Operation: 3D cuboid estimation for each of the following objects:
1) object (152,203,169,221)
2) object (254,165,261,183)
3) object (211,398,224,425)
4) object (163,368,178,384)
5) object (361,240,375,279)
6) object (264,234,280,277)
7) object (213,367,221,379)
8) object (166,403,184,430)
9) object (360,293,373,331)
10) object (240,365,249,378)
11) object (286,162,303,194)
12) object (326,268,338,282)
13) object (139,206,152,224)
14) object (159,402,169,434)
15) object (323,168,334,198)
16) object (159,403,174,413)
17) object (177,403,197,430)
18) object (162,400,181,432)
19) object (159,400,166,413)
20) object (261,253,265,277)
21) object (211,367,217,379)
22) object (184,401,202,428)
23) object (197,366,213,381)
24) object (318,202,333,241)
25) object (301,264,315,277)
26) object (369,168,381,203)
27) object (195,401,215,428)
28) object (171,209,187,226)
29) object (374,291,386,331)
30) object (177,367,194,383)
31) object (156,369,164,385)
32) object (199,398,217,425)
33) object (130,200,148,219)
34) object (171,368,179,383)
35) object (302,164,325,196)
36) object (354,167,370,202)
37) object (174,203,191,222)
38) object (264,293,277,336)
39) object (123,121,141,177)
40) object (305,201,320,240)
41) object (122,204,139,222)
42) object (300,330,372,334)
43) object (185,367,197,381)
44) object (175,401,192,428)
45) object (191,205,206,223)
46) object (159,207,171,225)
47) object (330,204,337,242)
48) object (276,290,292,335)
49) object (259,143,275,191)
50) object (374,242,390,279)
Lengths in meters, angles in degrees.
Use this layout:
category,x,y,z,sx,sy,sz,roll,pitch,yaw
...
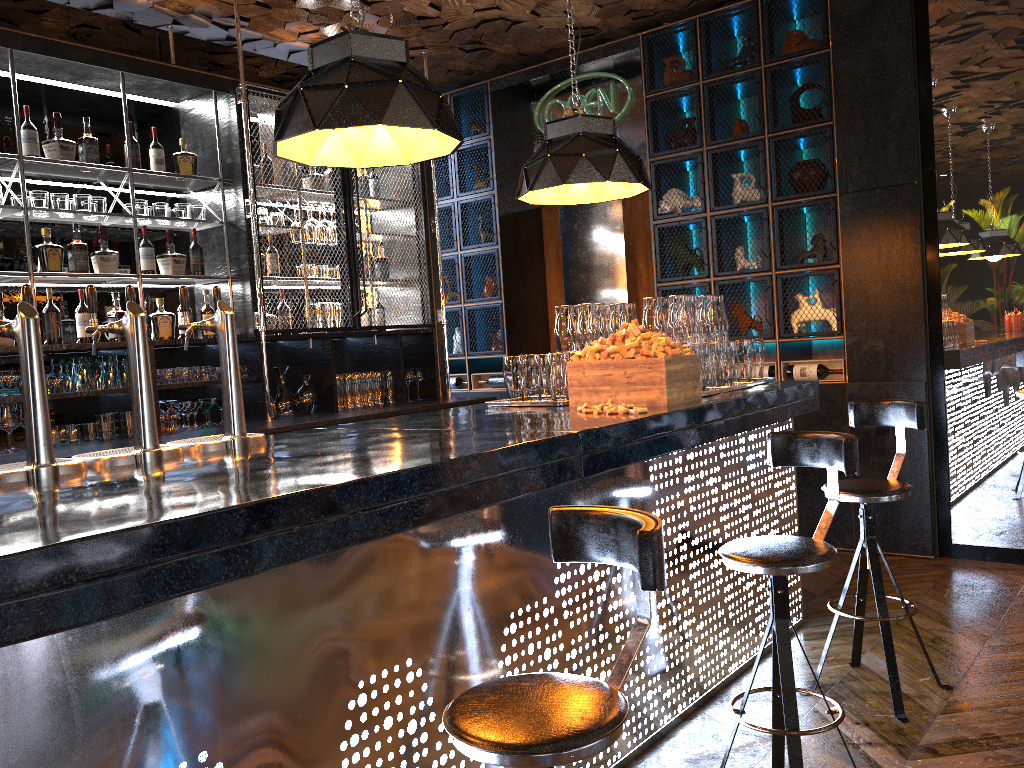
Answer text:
category,x,y,z,sx,sy,sz,roll,pitch,yaw
object,-2.002,-0.981,5.059,0.089,0.092,0.089,-2,3,38
object,-1.650,-1.365,5.545,0.123,0.279,0.123,-6,4,-43
object,-1.733,0.163,5.290,0.107,0.152,0.107,-6,3,-37
object,-1.891,-0.043,4.899,0.084,0.082,0.084,-2,3,39
object,-1.033,-0.882,6.330,0.086,0.299,0.086,-4,3,-3
object,-1.545,-0.816,5.700,0.086,0.298,0.086,-4,3,-3
object,-1.702,-0.065,5.194,0.088,0.070,0.098,-5,3,-16
object,-1.922,0.187,5.084,0.106,0.148,0.106,-5,3,-19
object,-1.030,-0.508,6.314,0.083,0.282,0.083,-3,3,24
object,-1.600,-0.074,5.242,0.088,0.070,0.098,-6,4,-41
object,-1.435,-1.397,5.837,0.083,0.282,0.083,-2,3,39
object,-1.258,-0.758,6.186,0.089,0.092,0.089,-3,3,23
object,-2.128,-0.976,5.132,0.089,0.092,0.089,-3,3,24
object,-1.918,0.186,4.830,0.089,0.174,0.089,-4,3,-1
object,-1.241,-1.421,6.082,0.083,0.282,0.083,-3,3,24
object,-2.015,0.190,5.156,0.106,0.148,0.106,-6,3,-33
object,-1.832,0.184,5.010,0.106,0.148,0.106,-6,3,-33
object,-1.898,0.179,4.951,0.089,0.174,0.089,-4,3,-1
object,-1.988,0.183,4.994,0.089,0.174,0.089,-4,3,-1
object,-1.627,-0.779,5.572,0.151,0.248,0.094,-6,4,-42
object,-1.777,-0.062,5.256,0.088,0.070,0.098,-5,3,-28
object,-1.852,0.178,5.175,0.106,0.148,0.106,-5,3,-23
object,-1.756,-0.061,5.067,0.084,0.082,0.084,-3,3,21
object,-1.247,-1.082,5.916,0.092,0.244,0.092,-2,3,33
object,-1.332,-0.735,5.808,0.089,0.092,0.089,-3,3,23
object,-1.002,-1.461,6.429,0.086,0.298,0.086,-4,3,2
object,-1.761,0.175,5.103,0.106,0.148,0.106,-6,4,-42
object,-1.985,-0.993,5.292,0.089,0.092,0.089,-4,3,-12
object,-0.964,-0.524,6.420,0.086,0.298,0.086,-4,3,-3
object,-1.829,-0.051,4.974,0.084,0.082,0.084,-6,3,-34
object,-1.943,-0.037,4.837,0.084,0.082,0.084,-2,3,31
object,-1.837,0.166,5.367,0.107,0.152,0.107,-1,4,44
object,-2.068,-0.970,4.928,0.089,0.092,0.089,-3,3,24
object,-1.895,-0.050,5.050,0.084,0.082,0.084,-5,3,-24
object,-1.340,-1.406,5.960,0.123,0.279,0.123,-1,4,42
object,-1.067,-1.442,6.303,0.083,0.282,0.083,-6,3,-36
object,-1.901,-0.991,5.126,0.089,0.092,0.089,-4,3,-12
object,-1.573,-0.436,5.607,0.123,0.279,0.123,-2,3,27
object,-2.131,-1.317,4.965,0.086,0.299,0.086,-4,3,-3
object,-1.315,-1.074,5.830,0.092,0.244,0.092,-2,3,33
object,-2.163,-0.969,5.033,0.089,0.092,0.089,-4,3,-7
object,-1.191,-0.350,6.018,0.273,0.019,0.437,-2,3,38
object,-1.843,-0.057,5.115,0.084,0.082,0.084,-1,4,45
object,-1.944,0.181,5.245,0.106,0.148,0.106,-4,3,-12
object,-1.843,-0.999,5.208,0.089,0.092,0.089,-3,3,24
object,-2.044,-0.985,5.199,0.089,0.092,0.089,-3,3,24
object,-1.186,-1.090,5.993,0.092,0.244,0.092,-2,3,33
object,-1.482,-0.460,5.749,0.086,0.299,0.086,-4,3,-3
object,-1.570,-1.387,5.673,0.086,0.297,0.086,-4,3,-3
object,-0.945,-0.884,6.435,0.083,0.282,0.083,-6,4,-41
